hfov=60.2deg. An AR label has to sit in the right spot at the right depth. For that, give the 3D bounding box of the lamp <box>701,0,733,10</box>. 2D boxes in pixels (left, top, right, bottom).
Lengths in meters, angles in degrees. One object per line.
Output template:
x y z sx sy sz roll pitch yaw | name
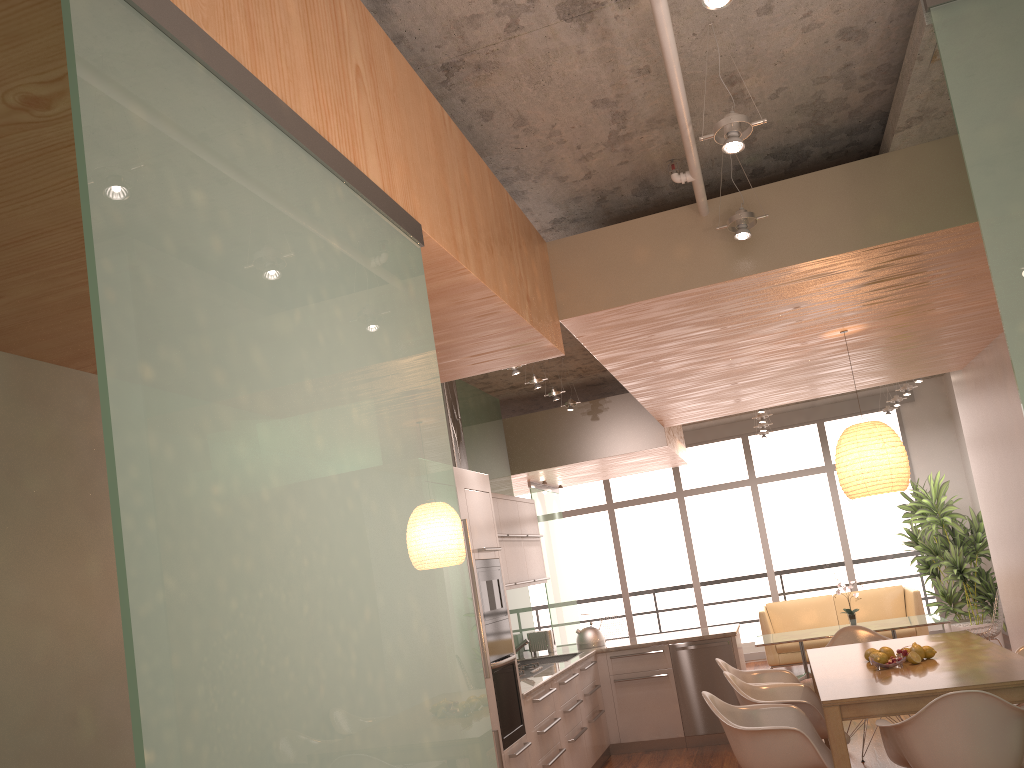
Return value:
0.485 -1.182 2.223 0.198 0.477 0.136 -6 -8 -17 | lamp

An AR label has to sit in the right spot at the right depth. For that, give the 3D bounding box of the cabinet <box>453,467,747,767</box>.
0.514 1.790 6.312 1.927 2.244 4.280 -11 -12 15 | cabinet

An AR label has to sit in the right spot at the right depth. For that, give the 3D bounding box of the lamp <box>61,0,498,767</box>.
1.643 0.662 4.611 0.451 3.353 8.224 -14 -13 33 | lamp

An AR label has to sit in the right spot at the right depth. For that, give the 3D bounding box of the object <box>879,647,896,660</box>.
2.176 1.562 5.122 0.078 0.077 0.082 -7 -10 -10 | object

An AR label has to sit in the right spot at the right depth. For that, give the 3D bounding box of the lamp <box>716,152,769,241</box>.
0.994 -0.878 3.933 0.198 0.477 0.136 -6 -8 -17 | lamp

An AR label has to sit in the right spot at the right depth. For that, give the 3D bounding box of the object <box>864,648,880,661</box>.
2.102 1.583 5.159 0.078 0.076 0.081 -9 -10 1 | object

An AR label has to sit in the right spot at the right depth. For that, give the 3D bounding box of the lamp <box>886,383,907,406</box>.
4.493 0.025 10.389 0.198 0.477 0.136 -6 -8 -17 | lamp

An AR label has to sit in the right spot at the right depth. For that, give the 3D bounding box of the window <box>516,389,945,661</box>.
1.553 2.540 12.775 8.620 3.240 0.062 -12 -8 16 | window

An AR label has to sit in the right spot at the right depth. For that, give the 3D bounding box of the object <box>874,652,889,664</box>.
2.023 1.505 4.834 0.082 0.070 0.081 -7 -10 -8 | object

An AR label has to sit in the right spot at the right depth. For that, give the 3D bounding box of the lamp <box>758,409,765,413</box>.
2.577 0.066 9.245 0.198 0.477 0.136 -6 -8 -17 | lamp

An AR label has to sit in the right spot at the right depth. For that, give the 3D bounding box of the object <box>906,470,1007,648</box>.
5.257 2.028 10.246 0.978 2.078 1.081 -13 -9 28 | object

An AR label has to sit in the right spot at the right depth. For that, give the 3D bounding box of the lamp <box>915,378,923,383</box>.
4.026 -0.252 8.825 0.198 0.477 0.136 -6 -8 -17 | lamp

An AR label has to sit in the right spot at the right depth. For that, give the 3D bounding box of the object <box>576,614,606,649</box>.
0.696 2.232 8.000 0.266 0.301 0.262 -15 -11 31 | object

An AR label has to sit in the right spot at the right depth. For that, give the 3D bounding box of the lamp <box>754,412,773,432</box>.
3.044 0.344 10.809 0.198 0.477 0.136 -6 -8 -17 | lamp

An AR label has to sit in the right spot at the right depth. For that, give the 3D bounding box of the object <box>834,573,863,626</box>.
3.553 2.277 9.307 0.299 0.582 0.374 -10 -9 10 | object

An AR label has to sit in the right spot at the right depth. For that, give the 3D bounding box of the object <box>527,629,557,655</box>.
0.281 2.375 8.124 0.238 0.199 0.154 -12 -10 15 | object

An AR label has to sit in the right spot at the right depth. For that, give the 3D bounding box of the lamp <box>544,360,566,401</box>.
0.310 -0.097 6.991 0.152 0.464 0.105 -7 -8 -17 | lamp

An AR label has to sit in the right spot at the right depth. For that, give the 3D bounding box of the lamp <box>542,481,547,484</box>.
0.330 0.882 9.782 0.102 0.464 0.155 -7 -8 -12 | lamp

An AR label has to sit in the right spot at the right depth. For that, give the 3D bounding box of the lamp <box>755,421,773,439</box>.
3.277 0.483 11.591 0.198 0.477 0.136 -6 -8 -17 | lamp

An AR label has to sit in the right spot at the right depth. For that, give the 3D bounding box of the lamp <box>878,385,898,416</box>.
4.726 0.164 11.171 0.198 0.477 0.136 -6 -8 -17 | lamp

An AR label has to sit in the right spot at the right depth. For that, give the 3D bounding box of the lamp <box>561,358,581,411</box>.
0.472 0.000 7.534 0.152 0.464 0.105 -7 -8 -17 | lamp

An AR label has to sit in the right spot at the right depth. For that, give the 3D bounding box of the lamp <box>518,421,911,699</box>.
1.239 1.373 6.753 3.238 1.330 3.093 -12 -12 15 | lamp

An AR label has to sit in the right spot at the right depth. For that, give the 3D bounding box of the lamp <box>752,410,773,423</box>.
2.811 0.205 10.027 0.198 0.477 0.136 -6 -8 -17 | lamp

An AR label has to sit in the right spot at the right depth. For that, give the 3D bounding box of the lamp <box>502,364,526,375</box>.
-0.013 -0.289 5.907 0.152 0.464 0.105 -7 -8 -17 | lamp

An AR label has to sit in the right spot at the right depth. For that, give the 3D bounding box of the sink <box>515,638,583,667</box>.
0.242 2.309 7.390 0.620 0.377 0.648 -12 -12 15 | sink

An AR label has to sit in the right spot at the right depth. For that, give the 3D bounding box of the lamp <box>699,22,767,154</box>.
0.732 -1.034 3.053 0.198 0.477 0.136 -6 -8 -17 | lamp

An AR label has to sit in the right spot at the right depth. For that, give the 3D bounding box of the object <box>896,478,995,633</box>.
5.436 2.145 10.895 1.096 2.078 0.965 -14 -10 33 | object

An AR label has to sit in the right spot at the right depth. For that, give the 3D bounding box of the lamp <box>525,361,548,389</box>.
0.149 -0.193 6.449 0.152 0.464 0.105 -7 -8 -17 | lamp

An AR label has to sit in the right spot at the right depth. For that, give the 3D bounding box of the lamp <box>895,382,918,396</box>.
4.260 -0.113 9.607 0.198 0.477 0.136 -6 -8 -17 | lamp

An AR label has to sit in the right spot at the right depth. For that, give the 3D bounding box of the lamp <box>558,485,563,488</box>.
0.546 1.011 10.509 0.102 0.464 0.155 -7 -8 -12 | lamp
